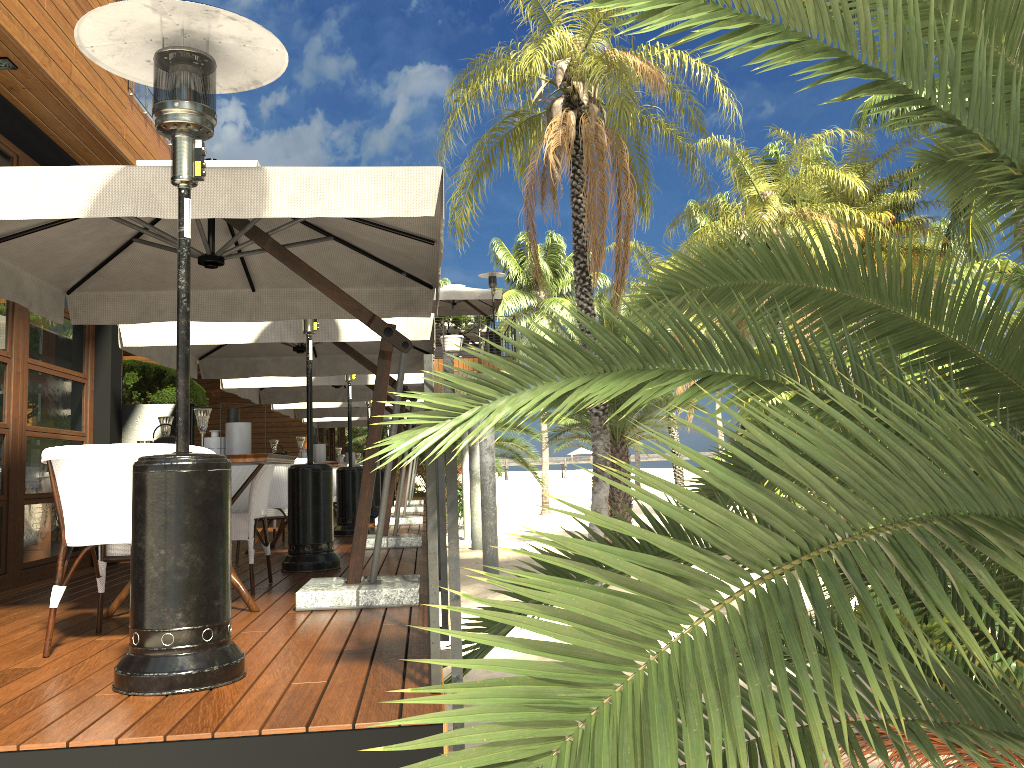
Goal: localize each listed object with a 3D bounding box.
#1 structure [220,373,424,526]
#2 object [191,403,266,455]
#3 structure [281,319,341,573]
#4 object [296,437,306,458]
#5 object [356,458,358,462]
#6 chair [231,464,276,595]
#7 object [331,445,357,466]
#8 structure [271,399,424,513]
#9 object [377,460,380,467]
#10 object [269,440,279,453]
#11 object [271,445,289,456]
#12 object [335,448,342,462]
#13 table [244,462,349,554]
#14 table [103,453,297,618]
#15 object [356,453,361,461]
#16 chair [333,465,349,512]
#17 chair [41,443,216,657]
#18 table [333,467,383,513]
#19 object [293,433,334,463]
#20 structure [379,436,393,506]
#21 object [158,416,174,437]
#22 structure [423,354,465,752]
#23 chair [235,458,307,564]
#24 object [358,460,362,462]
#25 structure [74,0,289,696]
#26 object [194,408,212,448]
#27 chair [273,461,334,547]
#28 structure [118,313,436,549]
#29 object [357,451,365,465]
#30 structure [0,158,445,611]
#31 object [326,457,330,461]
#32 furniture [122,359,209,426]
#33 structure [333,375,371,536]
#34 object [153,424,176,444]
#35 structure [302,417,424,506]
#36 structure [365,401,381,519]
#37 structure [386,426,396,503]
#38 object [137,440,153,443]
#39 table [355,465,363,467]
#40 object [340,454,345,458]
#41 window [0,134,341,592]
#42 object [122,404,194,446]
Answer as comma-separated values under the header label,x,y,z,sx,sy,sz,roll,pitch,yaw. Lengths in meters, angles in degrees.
label,x,y,z,sx,sy,sz,roll,pitch,yaw
structure,-2.215,0.633,11.261,2.413,2.338,2.408,-1,-6,-6
object,-1.438,0.240,4.505,0.263,0.264,0.263,-7,-8,39
structure,-1.427,0.188,6.253,0.699,2.197,0.698,0,-7,-18
object,-1.814,0.568,7.624,0.082,0.227,0.082,-1,-6,-5
object,-3.146,1.622,18.101,0.082,0.227,0.082,-1,-6,-5
chair,-1.686,0.806,5.196,0.627,0.790,0.615,-2,-6,-5
object,-2.096,0.908,11.217,0.263,0.264,0.263,-7,-8,39
structure,-2.542,0.965,14.599,2.413,2.338,2.408,-1,-6,-6
object,-2.753,1.576,17.922,0.263,0.264,0.263,-7,-8,39
object,-2.161,0.622,8.056,0.082,0.227,0.082,-1,-6,-5
object,-2.064,0.625,7.842,0.168,0.179,0.162,-1,-6,-8
object,-2.142,0.901,10.965,0.082,0.227,0.082,-1,-6,-5
table,-1.933,1.080,7.769,0.931,0.751,0.929,-1,-6,-6
table,-1.604,0.747,4.422,0.931,0.751,0.929,-1,-6,-6
object,-2.468,1.232,14.295,0.082,0.227,0.082,-1,-6,-5
chair,-2.217,1.322,10.365,0.627,0.790,0.615,-2,-6,-5
chair,-1.555,0.649,3.611,0.627,0.790,0.615,-2,-6,-5
table,-2.589,1.747,14.463,0.931,0.751,0.929,-1,-6,-6
object,-1.768,0.576,7.877,0.263,0.264,0.263,-7,-8,39
structure,-2.402,1.179,16.204,0.699,2.197,0.698,0,-7,-18
object,-1.830,0.286,4.685,0.082,0.227,0.082,-1,-6,-5
structure,-1.510,1.777,15.590,0.163,1.155,26.212,-1,-6,-6
chair,-1.885,0.984,6.974,0.627,0.790,0.615,-2,-6,-5
object,-3.052,1.625,17.889,0.163,0.179,0.167,-2,-6,-4
structure,-1.106,-0.137,2.984,0.699,2.197,0.698,0,-7,-18
object,-1.483,0.233,4.253,0.082,0.227,0.082,-1,-6,-5
chair,-2.011,1.136,8.512,0.627,0.790,0.615,-2,-6,-5
structure,-1.888,0.301,7.923,2.413,2.338,2.408,-1,-6,-6
object,-2.422,1.240,14.547,0.263,0.264,0.263,-7,-8,39
structure,-1.560,-0.032,4.586,2.413,2.338,2.408,-1,-6,-6
object,-2.394,0.958,11.184,0.163,0.179,0.167,-2,-6,-4
furniture,-6.508,0.959,14.907,2.616,2.728,2.689,0,-6,-15
structure,-1.756,0.523,9.612,0.699,2.197,0.698,0,-7,-18
object,-1.733,0.289,4.470,0.168,0.179,0.162,-1,-6,-8
structure,-2.870,1.297,17.936,2.413,2.338,2.408,-1,-6,-6
structure,-2.079,0.850,12.903,0.699,2.197,0.698,0,-7,-18
structure,-2.727,1.508,19.513,0.699,2.197,0.698,0,-7,-18
object,-1.757,0.315,4.244,0.086,0.086,0.086,-2,-6,-1
table,-2.261,1.414,11.116,0.931,0.751,0.929,-1,-6,-6
object,-2.815,1.286,14.727,0.082,0.227,0.082,-1,-6,-5
window,-9.858,-6.015,21.205,14.486,18.001,38.346,1,-7,-28
object,-3.482,0.889,8.566,0.768,1.400,0.770,0,-7,-21
